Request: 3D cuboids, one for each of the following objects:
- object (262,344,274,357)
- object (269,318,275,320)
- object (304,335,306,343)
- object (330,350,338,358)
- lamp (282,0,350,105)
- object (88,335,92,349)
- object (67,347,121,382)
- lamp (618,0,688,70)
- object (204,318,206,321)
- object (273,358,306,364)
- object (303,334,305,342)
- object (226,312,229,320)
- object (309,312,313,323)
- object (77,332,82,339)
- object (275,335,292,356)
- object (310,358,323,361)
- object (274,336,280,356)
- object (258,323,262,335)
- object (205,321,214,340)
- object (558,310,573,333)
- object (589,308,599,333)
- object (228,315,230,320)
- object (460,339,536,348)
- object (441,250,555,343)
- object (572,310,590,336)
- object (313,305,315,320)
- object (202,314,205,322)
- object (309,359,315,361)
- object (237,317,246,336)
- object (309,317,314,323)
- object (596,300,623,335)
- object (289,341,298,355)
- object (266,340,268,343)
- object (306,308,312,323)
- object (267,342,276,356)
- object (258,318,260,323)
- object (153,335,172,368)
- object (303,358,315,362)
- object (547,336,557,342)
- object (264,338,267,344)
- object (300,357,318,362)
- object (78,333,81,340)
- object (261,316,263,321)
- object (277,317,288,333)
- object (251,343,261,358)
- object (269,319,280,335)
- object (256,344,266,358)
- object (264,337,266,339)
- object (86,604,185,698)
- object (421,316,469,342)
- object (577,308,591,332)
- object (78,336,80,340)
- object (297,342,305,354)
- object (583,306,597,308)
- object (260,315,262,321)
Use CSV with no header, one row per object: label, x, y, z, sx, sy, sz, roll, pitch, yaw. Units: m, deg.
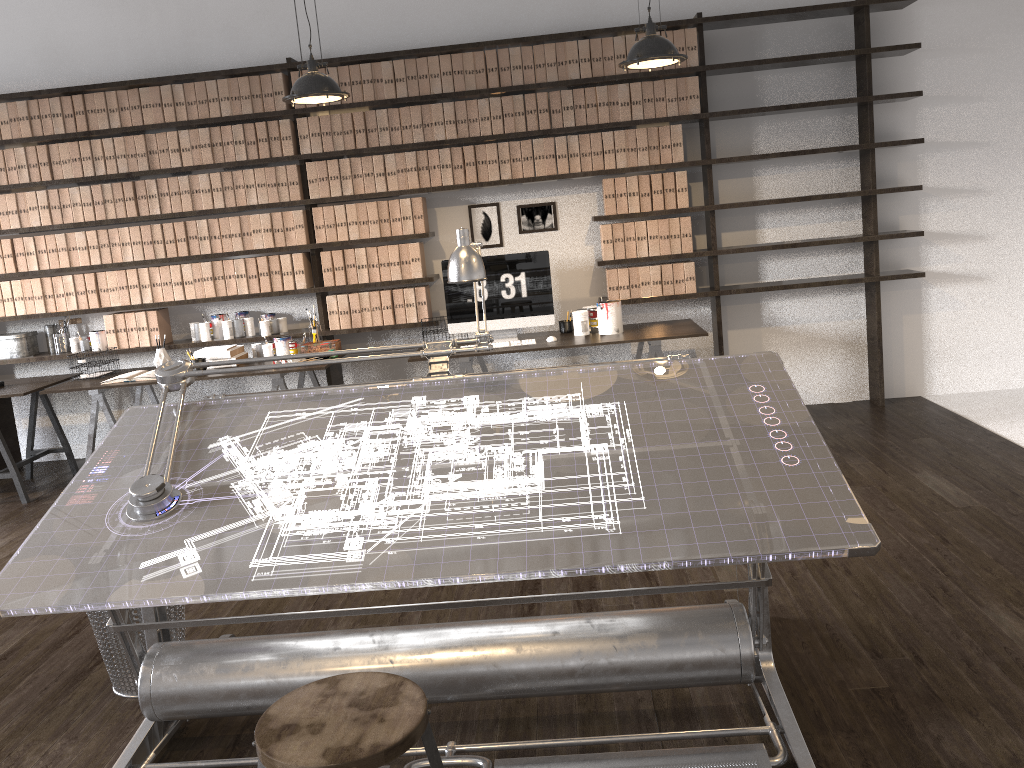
object,-1.502,-0.195,5.459,0.062,0.094,0.062,-12,11,-36
object,-1.545,-0.374,5.721,0.044,0.102,0.045,-6,8,-5
object,-1.285,-0.241,5.466,0.040,0.123,0.005,-6,8,0
object,-1.070,-0.181,5.320,0.049,0.037,0.049,-4,10,7
lamp,-1.014,-2.421,3.955,0.310,2.236,0.315,-1,9,28
object,-2.739,-0.270,5.786,0.045,0.100,0.044,-5,8,6
object,-2.583,-0.124,5.482,0.203,0.159,0.286,-5,10,4
lamp,0.531,-2.553,3.860,0.310,2.236,0.315,-1,9,28
object,-1.982,-0.368,5.778,0.035,0.129,0.004,-4,8,11
object,-1.316,-0.147,5.251,0.197,0.050,0.133,-11,12,-25
object,-1.287,-0.241,5.444,0.040,0.129,0.005,-5,8,2
object,-1.817,-0.379,5.701,0.004,0.167,0.030,-2,9,25
object,-1.214,-0.350,5.422,0.006,0.181,0.053,-13,11,-43
object,-2.783,-0.280,5.736,0.041,0.124,0.008,-7,8,-8
object,-1.395,-0.220,5.436,0.105,0.140,0.105,-4,9,11
object,-1.193,-0.138,5.241,0.158,0.005,0.005,-12,11,-30
object,-1.437,-0.231,5.546,0.095,0.127,0.095,-6,9,0
object,-1.600,-0.354,5.698,0.054,0.081,0.054,-7,9,-6
object,-1.951,-0.343,5.707,0.045,0.127,0.044,-5,8,4
object,0.330,-0.380,5.408,0.097,0.141,0.092,-8,9,-17
object,0.499,-0.375,5.280,0.068,0.153,0.069,-9,9,-20
object,-1.810,-0.382,5.706,0.005,0.148,0.036,-2,9,26
object,-0.080,-0.223,5.118,0.439,0.017,0.119,-6,11,-1
object,-0.077,-0.519,5.333,0.643,0.514,0.206,-5,8,4
object,0.411,-0.359,5.247,0.094,0.143,0.095,-1,10,29
object,-1.204,-0.370,5.420,0.007,0.226,0.020,0,10,35
object,-1.987,-0.374,5.760,0.041,0.167,0.009,-5,8,7
object,-1.212,-0.135,5.243,0.119,0.006,0.008,-14,13,-37
object,-1.747,-0.365,5.724,0.044,0.127,0.045,-2,9,21
object,-1.212,-0.333,5.403,0.038,0.152,0.008,-12,10,-37
object,0.576,-0.387,5.206,0.144,0.195,0.146,-10,10,-24
object,-1.330,-0.205,5.395,0.049,0.111,0.049,-5,8,7
object,-1.530,-0.230,5.592,0.035,0.102,0.004,-4,8,11
object,-1.223,-0.358,5.408,0.055,0.212,0.007,-4,8,10
object,-1.499,-0.208,5.520,0.045,0.100,0.044,-5,8,4
object,-1.613,-0.372,5.679,0.004,0.103,0.035,-5,8,2
object,-2.210,-0.203,5.579,0.102,0.208,0.101,-13,11,-41
object,-1.211,-0.139,5.232,0.006,0.006,0.158,-1,12,24
object,0.229,-0.260,5.112,0.059,0.028,0.107,-5,11,0
object,-1.533,-0.234,5.571,0.036,0.117,0.005,-4,8,9
object,-1.206,-0.143,5.237,0.172,0.017,0.011,-11,10,-28
object,-2.787,-0.271,5.732,0.028,0.126,0.004,-5,8,2
object,-1.594,-0.382,5.679,0.005,0.118,0.036,-6,8,0
object,-1.483,-0.381,5.727,0.062,0.095,0.062,1,11,35
object,-1.598,-0.205,5.556,0.062,0.094,0.062,3,12,44
object,-1.520,-0.366,5.669,0.063,0.094,0.063,1,11,35
object,-1.555,-0.199,5.506,0.062,0.093,0.063,3,12,44
object,-1.541,-0.234,5.577,0.029,0.132,0.004,-4,8,8
object,-1.219,0.796,2.914,0.353,0.375,0.356,-1,10,25
object,-0.413,-0.327,5.439,0.284,0.159,0.205,-6,10,-4
object,0.443,-0.381,5.349,0.096,0.142,0.096,-2,9,20
object,-2.780,-0.264,5.718,0.035,0.102,0.004,-6,8,-1
object,-1.300,-0.208,5.459,0.060,0.088,0.060,-4,9,8
object,0.486,-0.404,5.440,0.094,0.143,0.095,-2,9,20
object,-1.598,-0.380,5.671,0.004,0.134,0.030,-6,8,-1
